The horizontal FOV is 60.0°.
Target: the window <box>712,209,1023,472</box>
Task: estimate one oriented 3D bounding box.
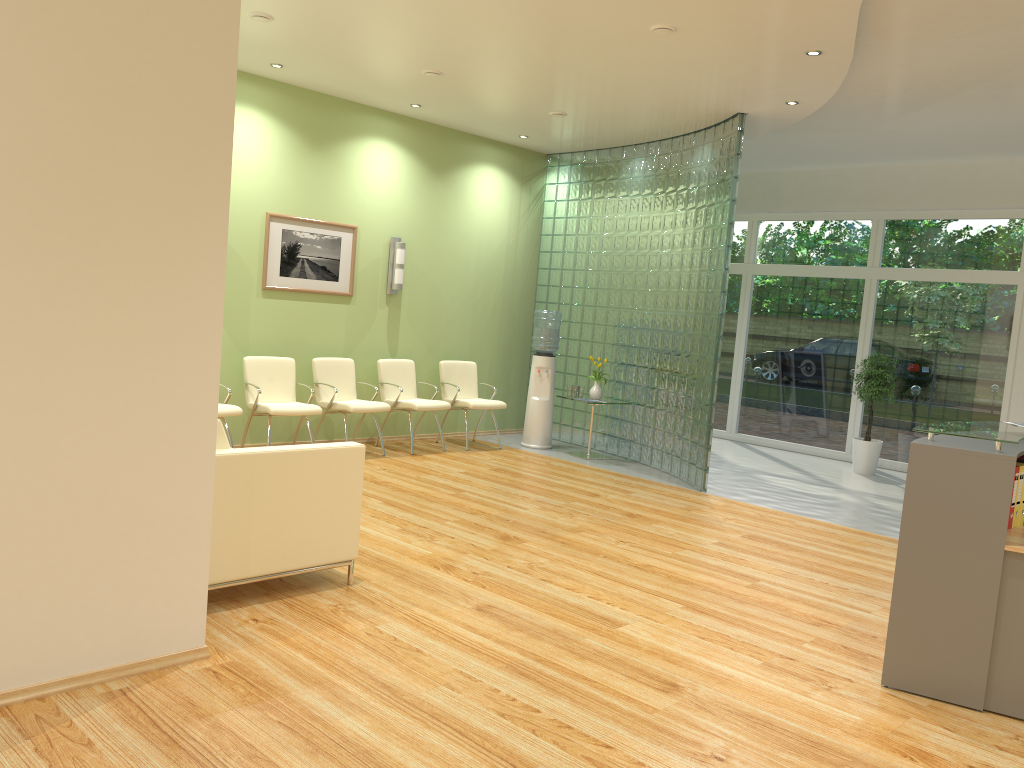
[{"bbox_3d":[5.552,-0.326,9.311,9.401,3.000,0.092,10,7,44],"label":"window"}]

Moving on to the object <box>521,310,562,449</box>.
[{"bbox_3d":[0.335,-0.054,9.773,0.353,1.506,0.353,1,6,-39],"label":"object"}]

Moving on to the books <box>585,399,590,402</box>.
[{"bbox_3d":[0.835,0.174,9.214,0.150,0.004,0.210,6,5,9],"label":"books"}]

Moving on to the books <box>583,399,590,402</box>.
[{"bbox_3d":[0.801,0.170,9.226,0.150,0.004,0.210,8,6,29],"label":"books"}]

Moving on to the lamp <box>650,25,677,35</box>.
[{"bbox_3d":[0.965,-2.252,5.658,0.167,0.024,0.167,4,5,-7],"label":"lamp"}]

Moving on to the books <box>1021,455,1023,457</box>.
[{"bbox_3d":[2.570,0.503,4.312,0.063,0.282,0.231,3,5,-22],"label":"books"}]

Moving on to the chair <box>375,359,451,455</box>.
[{"bbox_3d":[13.922,1.504,8.044,30.806,0.986,0.748,5,5,4],"label":"chair"}]

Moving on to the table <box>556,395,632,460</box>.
[{"bbox_3d":[0.845,0.465,9.462,0.581,0.614,0.581,2,6,-32],"label":"table"}]

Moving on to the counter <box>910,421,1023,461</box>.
[{"bbox_3d":[3.739,0.407,3.681,3.674,0.078,1.837,8,6,29],"label":"counter"}]

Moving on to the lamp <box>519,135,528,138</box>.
[{"bbox_3d":[0.125,-2.663,9.558,0.105,0.011,0.105,7,5,25],"label":"lamp"}]

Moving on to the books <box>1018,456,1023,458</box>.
[{"bbox_3d":[2.503,0.500,4.278,0.063,0.282,0.231,2,5,-27],"label":"books"}]

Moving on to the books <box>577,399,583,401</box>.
[{"bbox_3d":[0.786,0.168,9.236,0.150,0.004,0.210,9,6,39],"label":"books"}]

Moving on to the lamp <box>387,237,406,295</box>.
[{"bbox_3d":[-1.175,-1.206,9.068,0.142,0.580,0.134,10,7,44],"label":"lamp"}]

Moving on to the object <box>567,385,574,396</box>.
[{"bbox_3d":[0.624,0.070,9.540,0.072,0.119,0.071,10,7,44],"label":"object"}]

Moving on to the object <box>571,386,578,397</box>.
[{"bbox_3d":[0.665,0.080,9.468,0.072,0.119,0.071,10,7,44],"label":"object"}]

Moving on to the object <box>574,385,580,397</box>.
[{"bbox_3d":[0.699,0.073,9.579,0.072,0.119,0.071,10,7,44],"label":"object"}]

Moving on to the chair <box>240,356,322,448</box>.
[{"bbox_3d":[-2.049,0.224,7.850,0.536,0.881,0.650,1,6,-41],"label":"chair"}]

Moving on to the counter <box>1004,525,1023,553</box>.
[{"bbox_3d":[3.679,0.803,3.665,3.444,0.018,1.723,8,6,29],"label":"counter"}]

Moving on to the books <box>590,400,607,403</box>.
[{"bbox_3d":[0.889,0.178,9.220,0.150,0.004,0.210,3,5,-21],"label":"books"}]

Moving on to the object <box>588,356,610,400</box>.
[{"bbox_3d":[0.912,-0.065,9.406,0.219,0.459,0.201,3,5,-16],"label":"object"}]

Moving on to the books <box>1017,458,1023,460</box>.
[{"bbox_3d":[2.444,0.498,4.242,0.063,0.282,0.231,2,5,-27],"label":"books"}]

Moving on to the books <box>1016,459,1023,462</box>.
[{"bbox_3d":[2.360,0.496,4.184,0.233,0.282,0.062,9,7,43],"label":"books"}]

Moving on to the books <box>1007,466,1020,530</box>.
[{"bbox_3d":[2.156,0.492,4.023,0.063,0.282,0.231,1,6,-40],"label":"books"}]

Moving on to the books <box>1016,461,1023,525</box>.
[{"bbox_3d":[2.304,0.495,4.144,0.233,0.282,0.062,9,7,43],"label":"books"}]

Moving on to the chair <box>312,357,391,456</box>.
[{"bbox_3d":[13.642,1.505,7.747,31.281,0.986,0.752,5,5,3],"label":"chair"}]

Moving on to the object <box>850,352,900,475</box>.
[{"bbox_3d":[4.003,0.310,9.901,0.503,1.376,0.590,7,5,24],"label":"object"}]

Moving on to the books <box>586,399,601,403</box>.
[{"bbox_3d":[0.853,0.175,9.213,0.150,0.004,0.210,5,5,-1],"label":"books"}]

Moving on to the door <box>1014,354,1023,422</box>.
[{"bbox_3d":[5.943,0.142,8.928,1.500,2.200,0.218,10,7,44],"label":"door"}]

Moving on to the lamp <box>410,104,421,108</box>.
[{"bbox_3d":[-0.920,-2.660,8.482,0.105,0.011,0.105,7,5,25],"label":"lamp"}]

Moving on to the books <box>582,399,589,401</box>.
[{"bbox_3d":[0.817,0.172,9.218,0.150,0.004,0.210,6,5,19],"label":"books"}]

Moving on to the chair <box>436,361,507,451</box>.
[{"bbox_3d":[-0.443,0.218,9.498,0.536,0.881,0.650,1,6,-41],"label":"chair"}]

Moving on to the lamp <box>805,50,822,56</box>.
[{"bbox_3d":[1.997,-2.190,5.872,0.105,0.011,0.105,6,5,14],"label":"lamp"}]

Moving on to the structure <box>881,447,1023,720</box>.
[{"bbox_3d":[3.692,0.967,3.729,3.673,1.049,1.837,8,6,29],"label":"structure"}]

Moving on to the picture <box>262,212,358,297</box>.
[{"bbox_3d":[-1.898,-1.211,8.408,0.025,0.700,1.000,10,7,44],"label":"picture"}]

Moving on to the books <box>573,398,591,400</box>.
[{"bbox_3d":[0.762,0.164,9.263,0.210,0.004,0.150,2,6,-31],"label":"books"}]

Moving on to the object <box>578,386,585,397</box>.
[{"bbox_3d":[0.739,0.083,9.510,0.072,0.119,0.071,10,7,44],"label":"object"}]

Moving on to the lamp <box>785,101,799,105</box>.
[{"bbox_3d":[2.274,-2.280,7.201,0.105,0.011,0.105,2,6,-30],"label":"lamp"}]

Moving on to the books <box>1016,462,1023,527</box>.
[{"bbox_3d":[2.244,0.494,4.098,0.233,0.282,0.062,9,6,39],"label":"books"}]

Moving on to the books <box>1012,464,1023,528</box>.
[{"bbox_3d":[2.190,0.493,4.053,0.233,0.282,0.062,9,6,38],"label":"books"}]

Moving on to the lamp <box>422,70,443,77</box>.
[{"bbox_3d":[-0.649,-2.523,7.226,0.167,0.024,0.167,5,5,5],"label":"lamp"}]

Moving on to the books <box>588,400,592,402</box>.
[{"bbox_3d":[0.871,0.177,9.215,0.150,0.004,0.210,4,5,-11],"label":"books"}]

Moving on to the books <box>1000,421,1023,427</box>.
[{"bbox_3d":[2.538,0.203,4.396,0.150,0.004,0.210,6,5,9],"label":"books"}]

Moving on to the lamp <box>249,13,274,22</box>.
[{"bbox_3d":[-1.730,-2.519,6.113,0.167,0.024,0.167,5,5,5],"label":"lamp"}]

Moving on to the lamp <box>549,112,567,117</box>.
[{"bbox_3d":[0.432,-2.527,8.338,0.167,0.024,0.167,7,5,27],"label":"lamp"}]

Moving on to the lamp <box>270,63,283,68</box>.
[{"bbox_3d":[-1.965,-2.656,7.407,0.105,0.011,0.105,7,5,25],"label":"lamp"}]
